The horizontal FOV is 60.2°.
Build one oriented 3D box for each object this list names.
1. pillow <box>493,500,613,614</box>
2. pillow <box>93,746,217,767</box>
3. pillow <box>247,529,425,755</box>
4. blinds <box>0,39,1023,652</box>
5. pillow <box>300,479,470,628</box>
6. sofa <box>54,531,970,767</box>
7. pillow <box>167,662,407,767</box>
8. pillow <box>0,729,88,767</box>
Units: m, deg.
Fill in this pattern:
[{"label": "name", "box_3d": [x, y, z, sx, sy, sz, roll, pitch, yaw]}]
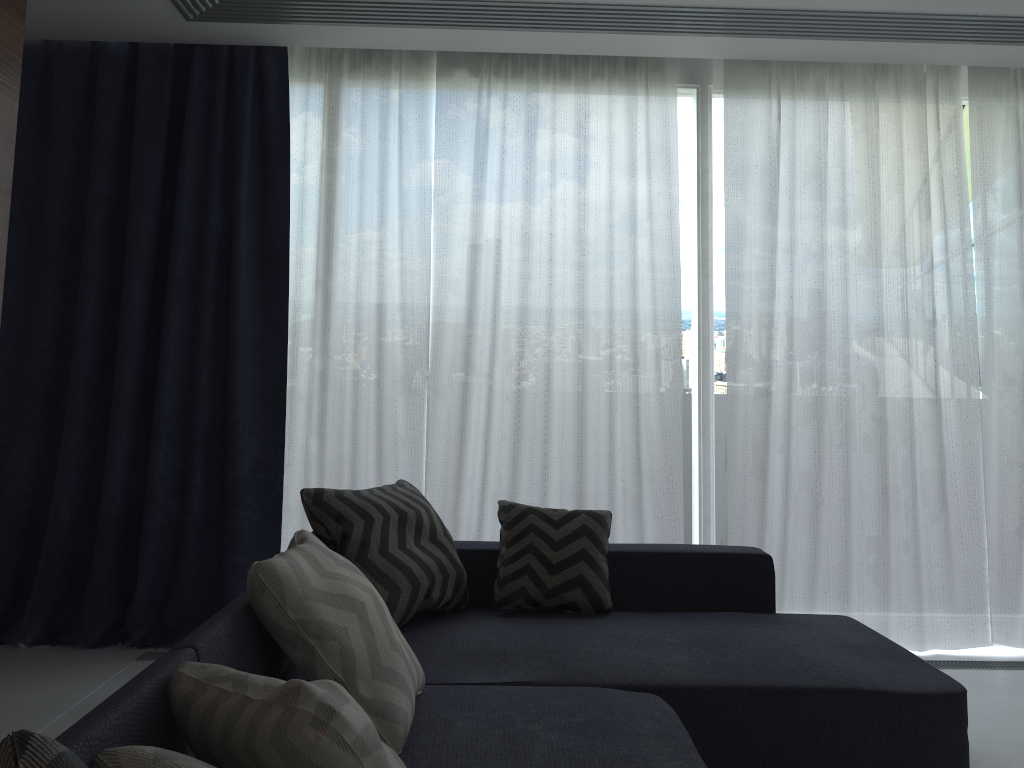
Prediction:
[{"label": "pillow", "box_3d": [0.144, 0.595, 3.059, 0.415, 0.348, 0.284, 1, -4, 3]}, {"label": "pillow", "box_3d": [-0.258, 0.574, 1.004, 0.329, 0.297, 0.414, 4, -4, -39]}, {"label": "pillow", "box_3d": [-0.374, 0.554, 1.966, 0.342, 0.391, 0.491, 1, -3, -2]}, {"label": "blinds", "box_3d": [0.888, -0.326, 1.222, 7.134, 2.795, 5.762, 1, -2, 2]}, {"label": "pillow", "box_3d": [-0.400, 0.592, 2.887, 0.355, 0.522, 0.594, -2, -4, 29]}, {"label": "sofa", "box_3d": [0.285, 0.763, 1.862, 1.898, 0.613, 2.855, 1, -1, -2]}, {"label": "pillow", "box_3d": [-0.293, 0.572, 1.286, 0.417, 0.354, 0.279, -2, -5, 41]}, {"label": "pillow", "box_3d": [-0.350, 0.532, 0.782, 0.221, 0.389, 0.413, 4, -5, -31]}]
